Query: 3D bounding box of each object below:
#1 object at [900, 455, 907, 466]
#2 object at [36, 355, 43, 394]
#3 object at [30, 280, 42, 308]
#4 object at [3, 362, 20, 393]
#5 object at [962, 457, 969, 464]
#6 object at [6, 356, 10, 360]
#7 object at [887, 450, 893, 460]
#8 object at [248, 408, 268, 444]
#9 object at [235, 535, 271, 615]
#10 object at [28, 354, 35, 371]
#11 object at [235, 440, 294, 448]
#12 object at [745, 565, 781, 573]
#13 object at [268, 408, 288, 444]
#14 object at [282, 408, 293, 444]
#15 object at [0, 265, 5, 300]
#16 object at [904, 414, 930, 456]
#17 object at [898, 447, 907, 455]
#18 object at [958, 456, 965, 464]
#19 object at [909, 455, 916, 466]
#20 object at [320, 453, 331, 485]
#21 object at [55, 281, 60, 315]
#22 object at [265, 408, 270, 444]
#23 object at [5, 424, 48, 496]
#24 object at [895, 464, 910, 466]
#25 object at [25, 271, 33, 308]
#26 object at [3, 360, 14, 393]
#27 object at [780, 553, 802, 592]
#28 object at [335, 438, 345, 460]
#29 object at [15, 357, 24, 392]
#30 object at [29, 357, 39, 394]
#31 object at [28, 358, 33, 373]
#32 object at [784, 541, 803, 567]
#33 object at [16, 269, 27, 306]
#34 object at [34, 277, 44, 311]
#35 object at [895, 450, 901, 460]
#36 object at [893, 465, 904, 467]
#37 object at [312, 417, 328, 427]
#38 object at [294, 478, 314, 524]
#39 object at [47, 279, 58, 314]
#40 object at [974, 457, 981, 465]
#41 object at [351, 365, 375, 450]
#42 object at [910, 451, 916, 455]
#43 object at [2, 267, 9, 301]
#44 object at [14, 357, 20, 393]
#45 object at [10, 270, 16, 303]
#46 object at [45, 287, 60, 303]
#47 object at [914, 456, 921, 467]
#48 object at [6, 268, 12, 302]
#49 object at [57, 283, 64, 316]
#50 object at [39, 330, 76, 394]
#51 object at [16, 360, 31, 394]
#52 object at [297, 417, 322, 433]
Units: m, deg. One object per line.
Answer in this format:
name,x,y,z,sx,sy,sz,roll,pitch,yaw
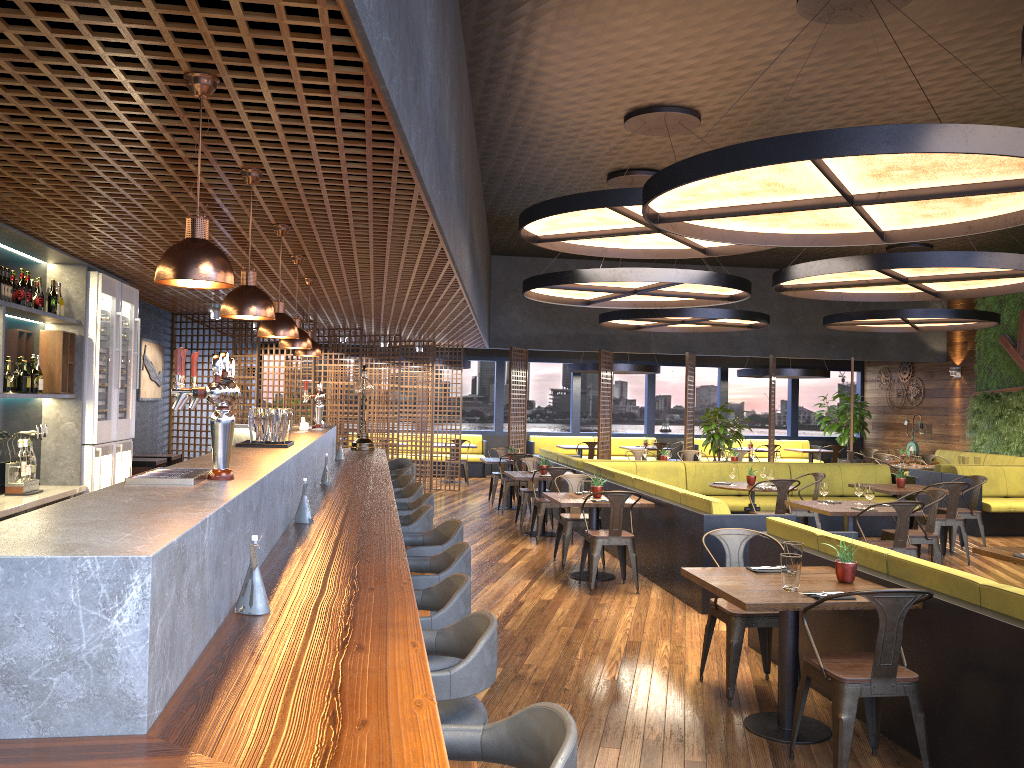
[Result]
object,6.401,1.258,14.515,0.102,0.178,0.102,2,-1,-23
object,-3.458,-0.071,6.463,0.079,0.281,0.079,2,-1,-15
object,-3.323,-0.615,6.159,0.097,0.206,0.097,2,-2,-40
object,-3.311,-0.042,5.860,0.097,0.206,0.097,2,-2,-40
object,7.404,1.280,14.478,0.102,0.178,0.102,1,-1,27
object,-3.471,-0.064,6.105,0.063,0.254,0.063,0,-2,44
object,6.998,1.309,16.408,0.102,0.178,0.102,2,-1,-23
object,-1.385,0.236,4.834,0.105,0.209,0.105,1,-1,26
object,-0.679,0.505,2.350,0.114,0.203,0.069,0,-1,39
object,-3.443,-0.073,6.370,0.079,0.281,0.079,2,-1,-35
object,-1.372,0.333,4.948,0.273,0.019,0.437,1,-1,-9
object,1.456,1.036,4.980,0.255,0.019,0.157,1,-1,-9
object,-1.276,0.238,4.839,0.105,0.209,0.105,1,-1,26
object,-1.310,0.242,5.084,0.105,0.209,0.105,1,-1,26
object,-3.233,-0.634,5.595,0.056,0.227,0.056,0,-2,43
object,8.606,1.441,18.839,0.459,1.615,0.848,1,-1,-9
object,7.190,1.266,16.321,0.238,0.271,0.260,1,-1,13
object,7.524,1.290,14.840,0.102,0.178,0.102,2,-1,-23
object,6.642,1.267,14.704,0.102,0.178,0.102,2,-1,-23
object,-1.237,0.563,5.899,0.069,0.203,0.114,2,-1,-20
object,-3.487,-0.644,6.758,0.079,0.281,0.079,1,-1,0
object,-1.343,0.239,4.950,0.105,0.209,0.105,1,-1,26
object,-3.466,0.535,6.341,0.204,0.492,0.310,1,-1,-9
object,6.535,1.347,14.810,0.157,0.019,0.255,1,-1,-9
object,-3.299,-0.641,6.038,0.063,0.254,0.063,2,-1,-37
object,-3.418,-0.050,6.003,0.088,0.224,0.088,2,-1,-14
object,1.394,0.944,4.432,0.102,0.178,0.102,1,-1,27
object,-1.611,0.603,8.277,0.114,0.203,0.069,1,-1,26
object,-3.391,-0.062,6.127,0.063,0.254,0.063,1,-1,19
object,-3.312,-0.060,6.145,0.063,0.254,0.063,1,-1,-6
object,-3.385,-0.059,6.256,0.063,0.254,0.063,0,-2,44
object,1.533,0.955,4.833,0.102,0.178,0.102,2,-1,-23
object,-3.272,-0.643,5.919,0.063,0.254,0.063,2,-1,-12
object,-3.388,-0.637,6.353,0.063,0.254,0.063,1,-1,33
object,7.188,1.316,16.516,0.102,0.178,0.102,1,-1,27
object,6.251,1.333,14.438,0.157,0.019,0.255,1,-1,-9
object,-1.796,0.355,8.304,0.091,0.091,0.177,2,-1,-34
object,-0.957,0.533,4.065,0.114,0.203,0.069,0,-2,42
object,-3.343,-0.633,6.456,0.063,0.254,0.063,1,-1,19
object,7.665,1.288,14.605,0.102,0.178,0.102,2,-1,-23
object,-1.655,0.264,9.920,0.263,0.944,0.566,2,-1,-16
object,7.363,1.315,16.284,0.102,0.178,0.102,1,-1,27
object,-3.243,-0.633,5.655,0.056,0.227,0.056,2,-1,-32
object,-3.465,-0.061,6.234,0.063,0.254,0.063,1,-1,-1
object,-3.391,-0.643,6.023,0.063,0.254,0.063,2,-1,-22
object,-3.403,-0.609,6.571,0.097,0.206,0.097,2,-2,-40
object,6.565,1.258,14.348,0.102,0.178,0.102,1,-1,27
object,-3.252,-0.632,5.716,0.056,0.227,0.056,2,-1,-22
object,-3.502,-0.642,6.852,0.079,0.281,0.079,2,-2,-40
object,-3.473,-0.163,6.773,0.161,0.475,0.300,1,-1,-9
object,-3.307,-0.048,6.005,0.088,0.224,0.088,2,-1,-39
object,-1.648,0.329,7.215,0.200,0.106,0.766,1,-1,-9
